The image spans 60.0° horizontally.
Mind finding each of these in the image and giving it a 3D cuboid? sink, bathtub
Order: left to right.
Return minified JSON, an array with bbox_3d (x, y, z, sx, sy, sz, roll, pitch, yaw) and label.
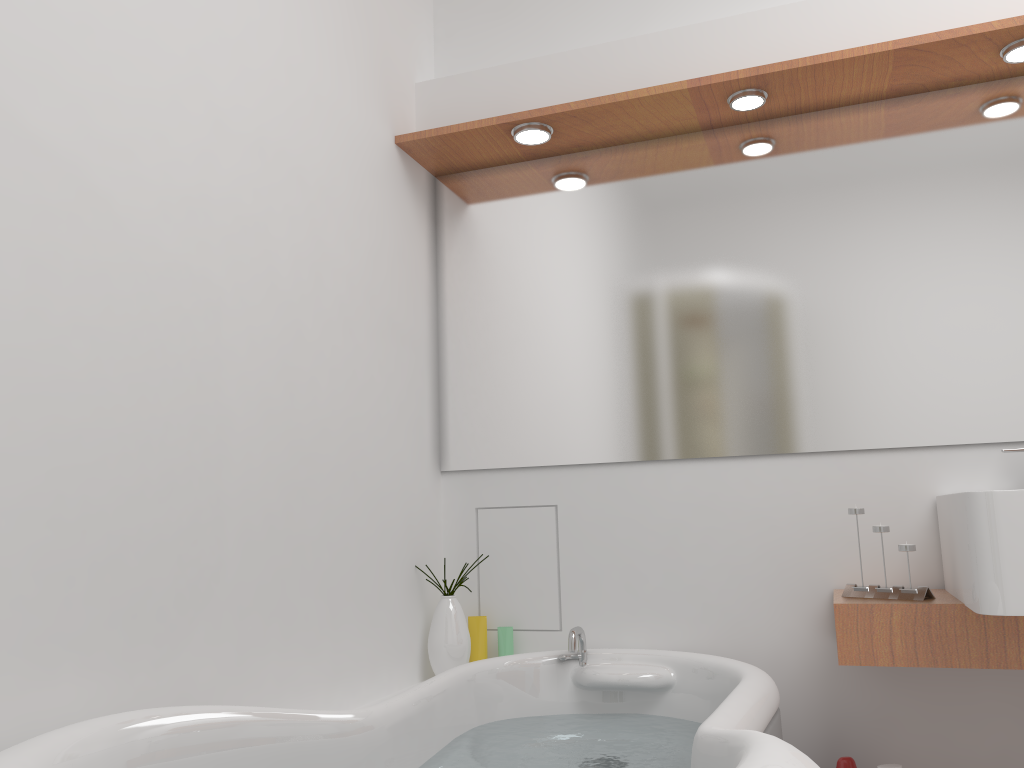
[{"bbox_3d":[-0.008,0.804,1.410,1.055,0.674,1.863,-5,-9,19],"label":"bathtub"},{"bbox_3d":[1.226,0.410,1.712,0.657,0.673,0.552,-5,-9,19],"label":"sink"}]

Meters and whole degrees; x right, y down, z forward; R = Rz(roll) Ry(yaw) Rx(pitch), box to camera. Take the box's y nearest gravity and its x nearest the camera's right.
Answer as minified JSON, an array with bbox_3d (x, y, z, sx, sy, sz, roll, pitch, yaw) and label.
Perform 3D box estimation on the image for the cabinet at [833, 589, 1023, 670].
[{"bbox_3d":[1.398,0.772,1.694,1.635,0.719,0.355,-5,-9,19],"label":"cabinet"}]

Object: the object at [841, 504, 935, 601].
[{"bbox_3d":[0.806,0.362,1.926,0.059,0.203,0.182,6,-11,-39],"label":"object"}]

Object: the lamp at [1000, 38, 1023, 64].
[{"bbox_3d":[1.167,-0.760,2.019,0.098,0.018,0.098,-9,-11,40],"label":"lamp"}]

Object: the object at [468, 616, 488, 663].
[{"bbox_3d":[-0.092,0.714,2.406,0.047,0.162,0.047,7,-12,-43],"label":"object"}]

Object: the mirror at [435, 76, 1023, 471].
[{"bbox_3d":[0.985,-0.289,2.194,2.600,0.887,0.022,-5,-9,19],"label":"mirror"}]

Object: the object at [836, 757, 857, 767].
[{"bbox_3d":[0.747,0.926,1.965,0.092,0.190,0.044,0,-9,-13],"label":"object"}]

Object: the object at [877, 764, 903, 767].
[{"bbox_3d":[0.789,0.896,1.830,0.079,0.207,0.046,1,-9,-15],"label":"object"}]

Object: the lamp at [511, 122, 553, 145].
[{"bbox_3d":[0.055,-0.670,2.378,0.113,0.021,0.113,0,-9,-9],"label":"lamp"}]

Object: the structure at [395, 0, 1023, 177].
[{"bbox_3d":[0.921,-0.859,2.159,2.606,0.240,0.287,-5,-9,19],"label":"structure"}]

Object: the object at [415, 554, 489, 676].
[{"bbox_3d":[-0.150,0.616,2.326,0.215,0.326,0.154,5,-11,-39],"label":"object"}]

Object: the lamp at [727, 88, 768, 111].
[{"bbox_3d":[0.590,-0.711,2.222,0.098,0.018,0.098,-9,-11,40],"label":"lamp"}]

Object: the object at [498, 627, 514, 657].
[{"bbox_3d":[-0.016,0.719,2.378,0.038,0.133,0.038,5,-11,-36],"label":"object"}]
